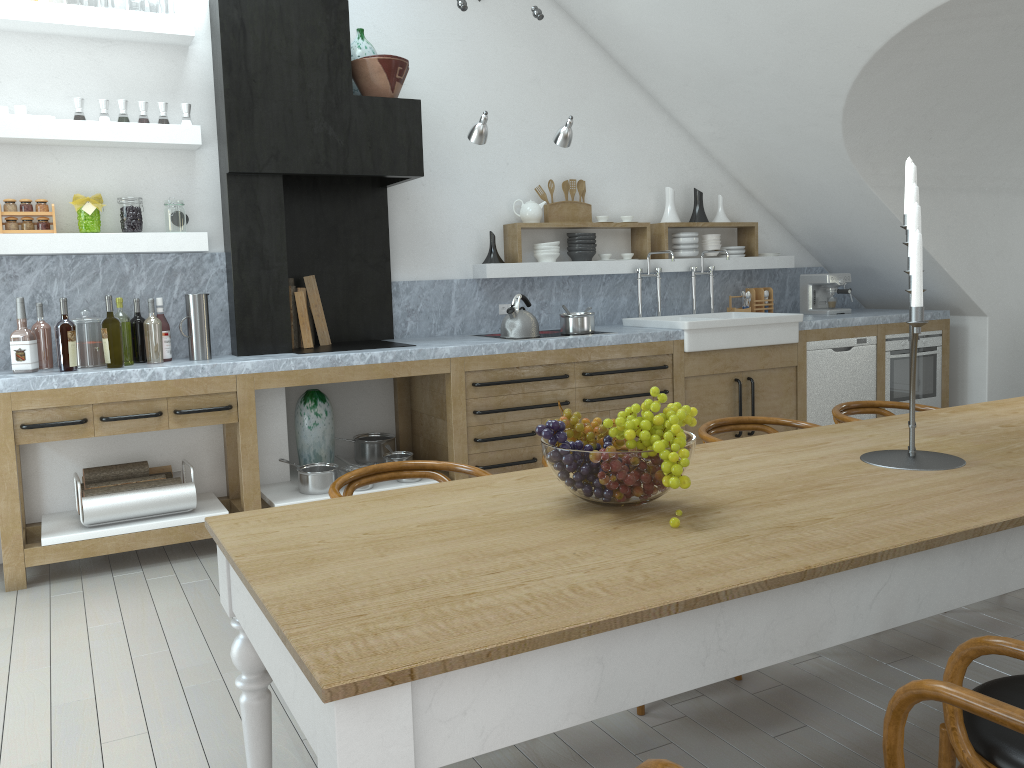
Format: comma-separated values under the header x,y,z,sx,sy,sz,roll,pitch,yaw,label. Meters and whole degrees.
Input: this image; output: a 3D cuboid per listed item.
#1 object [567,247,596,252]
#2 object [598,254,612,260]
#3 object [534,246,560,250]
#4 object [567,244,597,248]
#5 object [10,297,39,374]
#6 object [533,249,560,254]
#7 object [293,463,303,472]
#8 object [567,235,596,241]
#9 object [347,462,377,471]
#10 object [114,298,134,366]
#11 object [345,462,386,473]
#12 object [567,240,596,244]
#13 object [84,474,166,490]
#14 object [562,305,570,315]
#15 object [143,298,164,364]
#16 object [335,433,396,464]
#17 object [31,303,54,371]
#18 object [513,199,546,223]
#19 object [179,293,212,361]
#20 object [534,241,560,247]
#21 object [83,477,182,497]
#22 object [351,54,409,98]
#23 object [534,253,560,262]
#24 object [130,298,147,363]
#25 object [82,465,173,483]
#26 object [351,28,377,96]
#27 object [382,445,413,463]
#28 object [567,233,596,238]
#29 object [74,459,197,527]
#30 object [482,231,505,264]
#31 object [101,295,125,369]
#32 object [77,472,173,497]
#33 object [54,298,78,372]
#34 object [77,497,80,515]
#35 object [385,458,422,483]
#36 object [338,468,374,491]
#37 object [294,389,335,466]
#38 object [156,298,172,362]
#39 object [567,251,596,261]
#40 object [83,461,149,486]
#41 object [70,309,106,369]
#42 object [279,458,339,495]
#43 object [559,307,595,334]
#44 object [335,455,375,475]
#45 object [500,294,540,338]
x,y,z,sx,sy,sz,roll,pitch,yaw,label
0.490,-0.924,6.237,0.205,0.086,0.206,-1,7,10,object
0.668,-0.908,6.357,0.098,0.048,0.099,-6,8,-30,object
0.240,-0.915,6.107,0.181,0.069,0.181,-3,7,-10,object
0.494,-0.951,6.231,0.205,0.086,0.206,0,7,15,object
-2.296,-0.227,4.161,0.088,0.359,0.086,-2,5,-6,object
0.239,-0.891,6.108,0.181,0.065,0.182,-1,7,10,object
-1.074,0.484,4.746,0.190,0.152,0.052,-5,6,-27,object
0.491,-0.999,6.236,0.205,0.083,0.206,-2,7,0,object
-0.861,0.479,5.123,0.170,0.035,0.061,-5,7,-27,object
-1.929,-0.257,4.381,0.092,0.338,0.092,-3,5,-9,object
-0.834,0.482,5.054,0.247,0.045,0.041,-6,7,-28,object
0.490,-0.973,6.234,0.206,0.072,0.206,-8,9,-40,object
-1.901,0.510,4.366,0.363,0.086,0.101,-6,7,-30,object
0.383,-0.423,5.703,0.051,0.166,0.236,-5,7,-32,object
-1.793,-0.262,4.429,0.085,0.330,0.086,-4,6,-19,object
-0.946,0.395,5.538,0.455,0.197,0.269,-1,6,7,object
-2.268,-0.227,4.278,0.085,0.330,0.086,-4,6,-19,object
0.122,-1.179,6.058,0.168,0.168,0.174,-8,8,-44,object
-1.627,-0.293,4.557,0.164,0.338,0.114,-4,6,-24,object
0.241,-0.943,6.105,0.181,0.076,0.181,-1,7,10,object
-1.840,0.530,4.312,0.437,0.093,0.092,-6,7,-30,object
-0.762,-1.717,5.060,0.348,0.236,0.367,-3,6,-10,object
0.240,-0.869,6.111,0.181,0.063,0.181,-3,7,-5,object
-1.896,-0.270,4.503,0.085,0.330,0.086,-4,6,-19,object
-1.964,0.479,4.535,0.423,0.072,0.071,-6,7,-30,object
-0.903,-1.882,5.346,0.231,0.502,0.231,-1,6,14,object
-0.669,0.451,5.247,0.182,0.133,0.309,-2,7,-3,object
0.488,-1.026,6.235,0.206,0.080,0.206,-5,7,-25,object
-1.883,0.537,4.431,0.528,0.231,0.430,-6,8,-30,object
-0.128,-0.915,5.937,0.156,0.218,0.156,4,8,44,object
-1.924,-0.247,4.261,0.092,0.358,0.093,0,6,17,object
-1.941,0.512,4.461,0.435,0.079,0.115,-6,7,-30,object
-2.098,-0.226,4.168,0.092,0.358,0.093,-1,5,7,object
-1.943,0.581,4.485,0.455,0.089,0.091,-6,7,-30,object
-0.601,0.484,5.016,0.154,0.112,0.261,-5,7,-28,object
-0.859,0.512,4.858,0.154,0.112,0.261,-7,8,-38,object
-1.163,0.281,5.235,0.231,0.497,0.231,-1,6,14,object
-1.795,-0.277,4.539,0.081,0.329,0.081,-2,5,0,object
0.491,-0.897,6.240,0.206,0.072,0.206,-8,9,-40,object
-1.961,0.450,4.395,0.292,0.102,0.104,-6,7,-30,object
-2.097,-0.226,4.372,0.184,0.285,0.184,-2,6,-3,object
-1.095,0.500,4.857,0.223,0.163,0.379,-7,8,-38,object
0.470,-0.401,5.712,0.232,0.170,0.395,4,9,42,object
-0.945,0.483,5.112,0.508,0.052,0.264,4,9,39,object
0.046,-0.425,5.482,0.246,0.267,0.247,-4,6,-17,object
